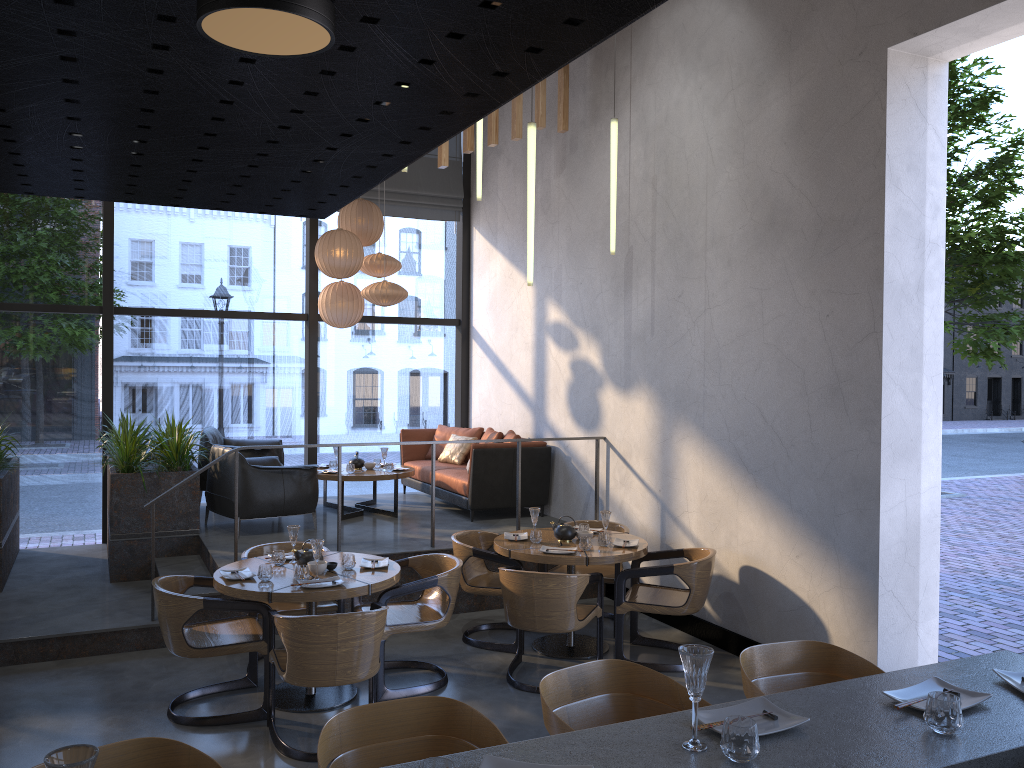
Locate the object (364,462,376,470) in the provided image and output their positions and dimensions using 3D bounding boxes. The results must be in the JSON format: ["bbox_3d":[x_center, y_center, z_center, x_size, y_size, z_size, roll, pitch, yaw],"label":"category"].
[{"bbox_3d":[-1.418,0.820,8.843,0.116,0.065,0.116,1,1,4],"label":"object"}]

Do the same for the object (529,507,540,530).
[{"bbox_3d":[0.162,1.005,6.362,0.082,0.227,0.082,1,1,37],"label":"object"}]

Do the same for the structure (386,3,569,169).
[{"bbox_3d":[-2.087,-1.027,1.303,10.399,5.894,10.127,0,1,-25],"label":"structure"}]

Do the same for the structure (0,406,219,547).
[{"bbox_3d":[-6.095,1.073,1.927,4.306,1.608,15.715,1,1,13],"label":"structure"}]

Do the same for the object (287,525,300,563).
[{"bbox_3d":[-1.366,1.002,5.544,0.082,0.227,0.082,1,1,-4],"label":"object"}]

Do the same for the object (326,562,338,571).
[{"bbox_3d":[-1.091,1.101,5.344,0.080,0.042,0.080,1,1,29],"label":"object"}]

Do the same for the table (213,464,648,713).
[{"bbox_3d":[-4.019,1.375,4.533,10.659,0.968,6.876,0,1,-25],"label":"table"}]

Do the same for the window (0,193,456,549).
[{"bbox_3d":[-3.291,-1.050,2.378,12.739,5.897,12.900,0,1,-25],"label":"window"}]

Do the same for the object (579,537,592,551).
[{"bbox_3d":[0.498,1.085,6.017,0.086,0.086,0.086,1,1,36],"label":"object"}]

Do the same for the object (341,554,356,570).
[{"bbox_3d":[-0.991,1.079,5.381,0.086,0.086,0.086,0,1,-23],"label":"object"}]

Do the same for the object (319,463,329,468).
[{"bbox_3d":[-1.895,0.833,8.982,0.170,0.025,0.294,1,1,10],"label":"object"}]

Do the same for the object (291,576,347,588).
[{"bbox_3d":[-1.087,1.116,4.954,0.294,0.025,0.170,0,1,-28],"label":"object"}]

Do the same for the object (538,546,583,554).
[{"bbox_3d":[0.331,1.115,5.929,0.294,0.025,0.170,1,1,13],"label":"object"}]

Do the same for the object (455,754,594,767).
[{"bbox_3d":[0.015,0.828,1.848,0.294,0.025,0.170,1,1,12],"label":"object"}]

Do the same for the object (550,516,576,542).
[{"bbox_3d":[0.378,1.032,6.358,0.168,0.179,0.163,0,1,-21],"label":"object"}]

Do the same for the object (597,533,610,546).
[{"bbox_3d":[0.640,1.084,6.173,0.086,0.086,0.086,1,1,41],"label":"object"}]

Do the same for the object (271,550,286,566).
[{"bbox_3d":[-1.441,1.073,5.470,0.086,0.086,0.086,0,1,-43],"label":"object"}]

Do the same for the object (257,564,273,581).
[{"bbox_3d":[-1.408,1.080,5.064,0.086,0.086,0.086,1,1,0],"label":"object"}]

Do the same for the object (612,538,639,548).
[{"bbox_3d":[0.791,1.116,6.188,0.170,0.025,0.294,1,1,13],"label":"object"}]

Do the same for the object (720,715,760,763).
[{"bbox_3d":[0.512,0.800,1.991,0.086,0.086,0.086,0,1,-25],"label":"object"}]

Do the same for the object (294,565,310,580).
[{"bbox_3d":[-1.197,1.082,5.059,0.086,0.086,0.086,1,1,0],"label":"object"}]

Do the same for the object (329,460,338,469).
[{"bbox_3d":[-1.779,0.805,8.830,0.086,0.086,0.086,1,1,12],"label":"object"}]

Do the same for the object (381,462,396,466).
[{"bbox_3d":[-1.312,0.835,9.195,0.170,0.025,0.294,0,1,-45],"label":"object"}]

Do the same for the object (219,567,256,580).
[{"bbox_3d":[-1.584,1.108,5.133,0.170,0.025,0.294,0,1,-28],"label":"object"}]

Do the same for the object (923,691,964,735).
[{"bbox_3d":[1.050,0.802,2.158,0.086,0.086,0.086,1,1,-4],"label":"object"}]

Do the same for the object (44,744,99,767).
[{"bbox_3d":[-0.728,0.724,1.466,0.082,0.227,0.082,1,1,9],"label":"object"}]

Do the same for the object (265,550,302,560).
[{"bbox_3d":[-1.436,1.101,5.661,0.294,0.025,0.170,0,1,-41],"label":"object"}]

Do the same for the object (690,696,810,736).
[{"bbox_3d":[0.562,0.828,2.175,0.294,0.025,0.170,0,1,-27],"label":"object"}]

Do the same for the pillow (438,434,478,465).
[{"bbox_3d":[-0.608,0.718,9.771,0.289,0.311,0.393,0,1,-45],"label":"pillow"}]

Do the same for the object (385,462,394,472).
[{"bbox_3d":[-1.198,0.814,8.670,0.086,0.086,0.086,0,1,-21],"label":"object"}]

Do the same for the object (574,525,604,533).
[{"bbox_3d":[0.566,1.106,6.699,0.294,0.025,0.170,1,1,35],"label":"object"}]

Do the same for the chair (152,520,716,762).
[{"bbox_3d":[-2.735,1.509,3.423,9.749,0.759,4.352,0,1,-24],"label":"chair"}]

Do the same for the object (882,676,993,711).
[{"bbox_3d":[1.105,0.831,2.338,0.294,0.025,0.170,0,1,-32],"label":"object"}]

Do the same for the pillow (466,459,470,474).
[{"bbox_3d":[-0.352,0.761,8.904,0.203,0.263,0.332,0,1,-5],"label":"pillow"}]

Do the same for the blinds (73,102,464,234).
[{"bbox_3d":[-7.455,-2.908,3.572,8.760,2.314,17.610,1,1,18],"label":"blinds"}]

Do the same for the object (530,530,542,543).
[{"bbox_3d":[0.170,1.078,6.258,0.086,0.086,0.086,1,1,-2],"label":"object"}]

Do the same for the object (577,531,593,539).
[{"bbox_3d":[0.523,1.091,6.334,0.116,0.065,0.116,1,1,0],"label":"object"}]

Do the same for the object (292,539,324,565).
[{"bbox_3d":[-1.227,1.030,5.380,0.168,0.179,0.163,1,1,13],"label":"object"}]

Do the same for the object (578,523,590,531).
[{"bbox_3d":[0.532,1.077,6.539,0.086,0.086,0.086,0,1,-31],"label":"object"}]

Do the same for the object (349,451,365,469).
[{"bbox_3d":[-1.557,0.760,8.893,0.168,0.179,0.163,1,1,30],"label":"object"}]

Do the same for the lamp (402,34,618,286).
[{"bbox_3d":[-1.366,-5.163,1.064,8.975,10.231,8.774,0,1,-27],"label":"lamp"}]

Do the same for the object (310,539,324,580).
[{"bbox_3d":[-1.121,1.011,5.098,0.082,0.227,0.082,1,1,34],"label":"object"}]

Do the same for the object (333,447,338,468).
[{"bbox_3d":[-1.768,0.733,8.934,0.082,0.227,0.082,0,1,-43],"label":"object"}]

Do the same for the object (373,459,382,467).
[{"bbox_3d":[-1.374,0.806,9.043,0.086,0.086,0.086,0,1,-21],"label":"object"}]

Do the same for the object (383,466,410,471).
[{"bbox_3d":[-1.129,0.843,8.806,0.170,0.025,0.294,0,1,-45],"label":"object"}]

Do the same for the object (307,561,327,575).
[{"bbox_3d":[-1.153,1.090,5.253,0.116,0.065,0.116,1,1,43],"label":"object"}]

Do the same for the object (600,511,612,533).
[{"bbox_3d":[0.660,1.012,6.255,0.082,0.227,0.082,1,1,-3],"label":"object"}]

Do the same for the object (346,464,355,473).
[{"bbox_3d":[-1.548,0.812,8.505,0.086,0.086,0.086,0,1,-21],"label":"object"}]

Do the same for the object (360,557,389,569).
[{"bbox_3d":[-0.849,1.110,5.459,0.170,0.025,0.294,0,1,-6],"label":"object"}]

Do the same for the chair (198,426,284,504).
[{"bbox_3d":[-2.759,0.814,9.050,0.833,0.743,1.030,0,1,-11],"label":"chair"}]

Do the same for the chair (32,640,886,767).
[{"bbox_3d":[1.723,1.444,1.166,5.395,1.047,2.787,1,1,42],"label":"chair"}]

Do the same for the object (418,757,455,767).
[{"bbox_3d":[-0.150,0.796,1.757,0.086,0.086,0.086,1,1,40],"label":"object"}]

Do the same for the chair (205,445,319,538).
[{"bbox_3d":[-2.255,0.913,7.935,0.833,0.743,1.030,0,1,-40],"label":"chair"}]

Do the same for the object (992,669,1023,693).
[{"bbox_3d":[1.464,0.834,2.406,0.170,0.025,0.294,1,1,0],"label":"object"}]

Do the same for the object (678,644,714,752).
[{"bbox_3d":[0.425,0.727,2.054,0.082,0.227,0.082,1,1,9],"label":"object"}]

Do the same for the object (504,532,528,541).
[{"bbox_3d":[0.029,1.105,6.387,0.170,0.025,0.294,1,1,0],"label":"object"}]

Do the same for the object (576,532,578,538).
[{"bbox_3d":[0.495,1.100,6.440,0.080,0.042,0.080,0,1,-43],"label":"object"}]

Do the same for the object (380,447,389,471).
[{"bbox_3d":[-1.257,0.741,8.730,0.082,0.227,0.082,1,1,18],"label":"object"}]

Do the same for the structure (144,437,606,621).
[{"bbox_3d":[-2.532,-0.258,1.223,11.718,4.117,9.054,0,1,-26],"label":"structure"}]

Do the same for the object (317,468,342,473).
[{"bbox_3d":[-1.736,0.841,8.520,0.170,0.025,0.294,0,1,-45],"label":"object"}]
